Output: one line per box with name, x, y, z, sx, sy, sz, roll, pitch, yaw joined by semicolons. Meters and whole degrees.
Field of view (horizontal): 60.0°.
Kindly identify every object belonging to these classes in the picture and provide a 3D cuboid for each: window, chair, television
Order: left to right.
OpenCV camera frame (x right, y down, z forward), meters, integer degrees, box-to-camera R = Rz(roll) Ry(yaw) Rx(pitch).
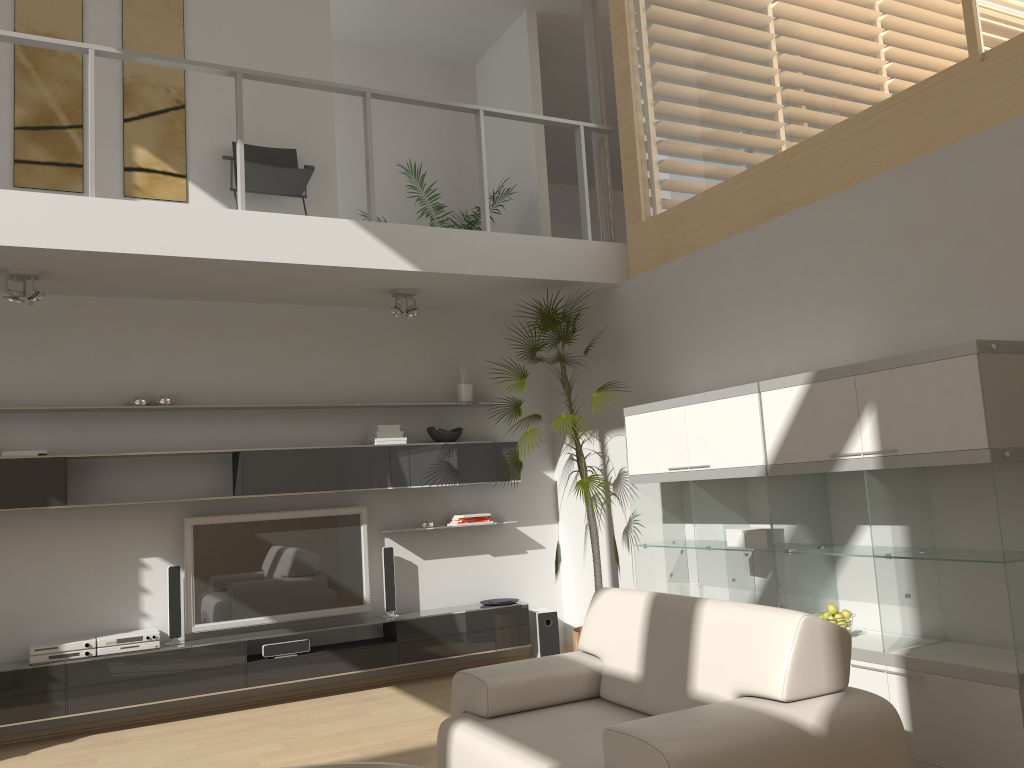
chair;-1.637;-1.314;6.067;0.628;0.825;0.537;0;-8;-27
television;-1.572;1.235;6.011;1.224;0.735;0.096;0;-8;-27
chair;0.470;1.229;3.220;1.165;0.846;1.562;0;-8;-27
window;1.432;-2.396;5.250;0.020;2.200;2.525;0;-8;-27
window;2.619;-2.741;2.991;0.020;2.200;2.525;0;-8;-27

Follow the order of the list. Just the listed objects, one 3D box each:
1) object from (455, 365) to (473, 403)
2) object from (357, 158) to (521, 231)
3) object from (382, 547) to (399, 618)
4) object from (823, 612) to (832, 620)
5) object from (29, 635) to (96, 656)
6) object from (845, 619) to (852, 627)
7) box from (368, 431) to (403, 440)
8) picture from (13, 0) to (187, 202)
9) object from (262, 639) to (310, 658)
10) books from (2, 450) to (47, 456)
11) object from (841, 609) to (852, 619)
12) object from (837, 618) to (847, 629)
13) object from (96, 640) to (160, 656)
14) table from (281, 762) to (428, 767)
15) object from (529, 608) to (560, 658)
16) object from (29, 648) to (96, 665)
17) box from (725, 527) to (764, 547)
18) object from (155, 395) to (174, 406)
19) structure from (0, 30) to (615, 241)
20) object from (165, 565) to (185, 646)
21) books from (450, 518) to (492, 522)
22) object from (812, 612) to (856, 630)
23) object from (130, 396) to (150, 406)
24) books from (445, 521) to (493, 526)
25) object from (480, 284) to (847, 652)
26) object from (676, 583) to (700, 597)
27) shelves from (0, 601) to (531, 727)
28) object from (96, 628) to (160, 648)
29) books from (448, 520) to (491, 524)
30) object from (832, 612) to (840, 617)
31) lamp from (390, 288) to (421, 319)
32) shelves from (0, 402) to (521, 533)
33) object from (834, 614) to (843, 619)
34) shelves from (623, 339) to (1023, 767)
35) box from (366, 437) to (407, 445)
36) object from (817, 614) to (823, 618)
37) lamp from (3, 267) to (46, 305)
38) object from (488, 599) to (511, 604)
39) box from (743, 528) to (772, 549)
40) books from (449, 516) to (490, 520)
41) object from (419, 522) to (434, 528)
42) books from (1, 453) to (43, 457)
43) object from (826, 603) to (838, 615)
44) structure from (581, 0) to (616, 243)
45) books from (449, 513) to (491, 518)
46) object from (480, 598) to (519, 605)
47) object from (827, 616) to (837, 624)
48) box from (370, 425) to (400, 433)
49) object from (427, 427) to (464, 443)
object;-0.360;0.007;6.755;0.129;0.291;0.129;-8;-8;34
object;-0.507;-1.347;7.383;1.331;1.069;1.491;0;-8;-30
object;-0.870;1.398;6.278;0.111;0.483;0.116;-1;-7;-21
object;1.494;1.101;4.195;0.044;0.043;0.040;-2;-7;-13
object;-2.673;1.560;5.282;0.349;0.049;0.262;0;-8;-27
object;1.578;1.126;4.178;0.039;0.040;0.040;1;-8;-35
box;-0.909;0.374;6.377;0.200;0.047;0.200;0;-8;-27
picture;-3.037;-2.141;5.820;1.684;1.800;0.010;0;-8;-27
object;-1.474;1.723;5.769;0.300;0.092;0.085;0;-8;-27
books;-2.920;0.418;5.321;0.230;0.017;0.227;0;-8;-27
object;1.584;1.090;4.200;0.047;0.045;0.047;0;-8;-27
object;1.541;1.124;4.158;0.058;0.058;0.058;-7;-8;29
object;-2.357;1.609;5.444;0.349;0.049;0.250;0;-8;-27
table;-0.645;1.457;2.533;1.198;0.370;1.198;-2;-7;-10
object;0.240;1.899;6.683;0.150;0.374;0.275;-1;-7;-17
object;-2.670;1.608;5.276;0.349;0.049;0.262;0;-8;-27
box;1.270;0.834;4.830;0.146;0.094;0.146;-1;-7;-22
object;-2.254;0.110;5.757;0.115;0.081;0.115;-10;-9;43
structure;-1.637;-1.446;5.289;5.400;0.900;0.080;0;-8;-27
object;-2.140;1.397;5.620;0.111;0.483;0.116;1;-8;-31
books;-0.307;1.011;6.606;0.254;0.015;0.190;1;-8;-31
object;1.527;1.150;4.204;0.206;0.105;0.206;-6;-7;17
object;-2.403;0.116;5.728;0.115;0.081;0.115;-10;-9;43
books;-0.318;1.036;6.596;0.296;0.013;0.210;0;-8;-27
object;0.863;0.564;5.527;2.706;2.668;0.983;-10;-9;42
object;1.054;1.270;5.221;0.130;0.177;0.172;2;-9;-38
shelves;-1.821;1.786;5.683;4.236;0.312;0.300;0;-8;-27
object;-2.358;1.560;5.444;0.349;0.049;0.262;0;-8;-27
books;-0.314;1.024;6.599;0.268;0.011;0.190;0;-8;-26
object;1.545;1.111;4.250;0.055;0.054;0.050;-8;-8;32
lamp;-0.739;-0.547;6.113;0.214;0.195;0.150;0;-8;-27
shelves;-1.895;0.598;5.825;4.236;0.914;0.300;0;-8;-27
object;1.546;1.104;4.194;0.040;0.038;0.040;-8;-8;33
shelves;1.472;0.861;4.476;0.408;1.756;2.432;0;-8;-27
box;-0.904;0.420;6.371;0.232;0.047;0.232;0;-8;-27
object;1.491;1.127;4.250;0.054;0.048;0.055;1;-8;-34
lamp;-2.782;-0.547;5.060;0.214;0.195;0.150;0;-8;-27
object;-0.092;1.618;6.582;0.178;0.020;0.178;3;-9;-44
box;1.316;0.807;4.630;0.146;0.094;0.146;2;-9;-37
books;-0.316;0.997;6.607;0.254;0.015;0.190;0;-8;-26
object;-0.624;1.029;6.471;0.106;0.035;0.105;-4;-7;8
books;-2.932;0.435;5.317;0.190;0.015;0.254;-1;-7;-21
object;1.525;1.072;4.222;0.055;0.056;0.055;0;-8;-27
structure;0.646;-2.167;6.754;0.122;2.400;0.121;-5;-7;15
books;-0.314;0.979;6.596;0.227;0.017;0.230;1;-8;-32
object;-0.092;1.620;6.582;0.294;0.020;0.294;-5;-7;12
object;1.497;1.108;4.151;0.047;0.048;0.047;-7;-8;25
box;-0.911;0.326;6.382;0.168;0.047;0.168;0;-8;-27
object;-0.493;0.381;6.582;0.223;0.125;0.317;-9;-9;41
